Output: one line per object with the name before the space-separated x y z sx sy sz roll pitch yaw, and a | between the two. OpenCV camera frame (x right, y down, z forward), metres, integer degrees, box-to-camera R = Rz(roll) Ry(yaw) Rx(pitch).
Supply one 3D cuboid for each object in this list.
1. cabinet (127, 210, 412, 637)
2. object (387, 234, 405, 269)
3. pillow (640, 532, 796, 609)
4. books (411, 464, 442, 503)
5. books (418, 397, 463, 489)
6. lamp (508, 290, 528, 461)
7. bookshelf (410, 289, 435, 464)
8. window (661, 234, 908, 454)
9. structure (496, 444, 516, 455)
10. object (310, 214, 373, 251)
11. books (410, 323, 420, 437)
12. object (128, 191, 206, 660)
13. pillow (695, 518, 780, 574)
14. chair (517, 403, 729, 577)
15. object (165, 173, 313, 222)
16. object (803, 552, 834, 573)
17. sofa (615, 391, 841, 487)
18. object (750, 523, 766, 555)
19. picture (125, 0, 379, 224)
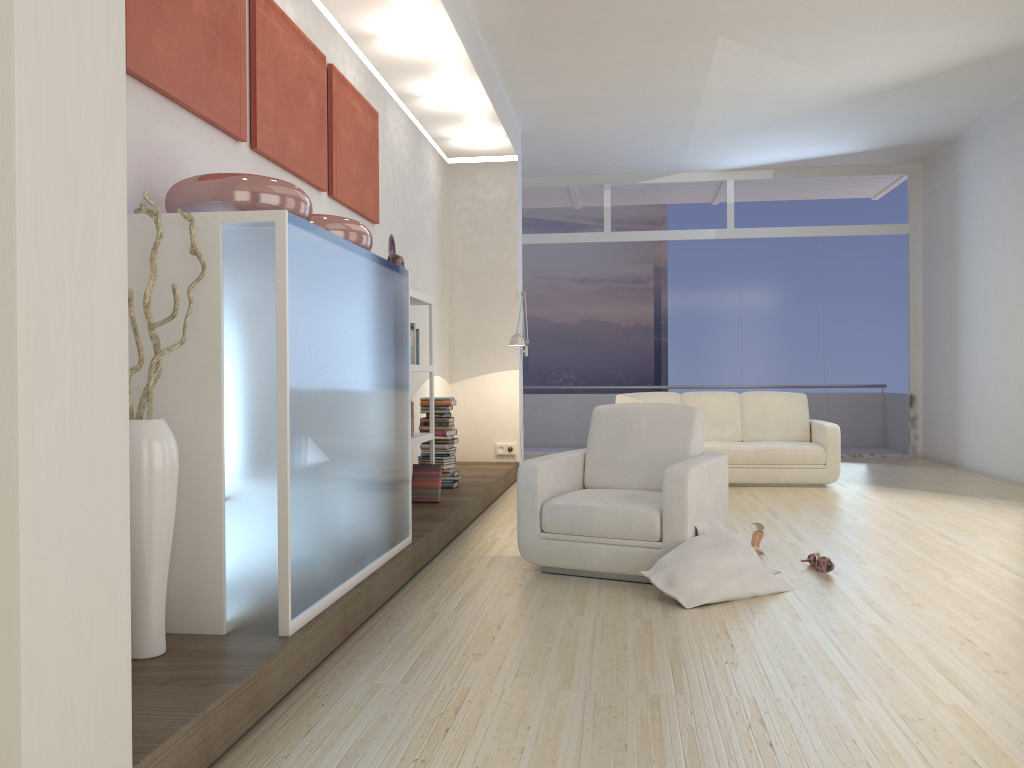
cabinet | -0.967 0.125 3.763 0.689 1.396 1.670 0 0 7
object | -0.791 -0.793 5.912 0.133 0.409 0.138 -1 0 -36
pillow | 0.963 0.857 4.119 0.712 0.287 0.299 -1 0 -30
books | -0.735 0.671 5.580 0.274 0.281 1.125 0 0 14
books | -0.561 0.453 6.895 0.329 0.694 0.270 0 0 7
lamp | 0.047 -0.016 8.662 0.204 1.841 0.891 0 0 3
bookshelf | -0.870 0.114 5.381 0.465 1.396 1.599 0 0 7
window | 3.386 -0.480 11.096 2.988 2.706 0.012 0 0 7
structure | -0.062 0.657 8.904 0.206 0.114 0.028 0 0 7
object | -0.921 -0.677 4.151 0.546 0.206 0.534 0 1 44
books | -0.761 -0.028 5.549 0.215 0.743 0.831 0 0 7
object | -1.102 0.120 2.755 0.250 1.422 0.277 0 0 11
pillow | 1.077 0.822 4.386 0.312 0.315 0.615 0 0 34
chair | 0.636 0.522 4.804 0.919 0.828 0.941 0 0 27
object | -1.027 -0.672 3.355 0.534 0.206 0.546 0 0 -5
object | 1.582 0.926 4.621 0.121 0.091 0.287 0 0 6
sofa | 1.937 0.507 8.546 2.166 0.862 0.941 0 0 7
object | 1.408 0.887 5.100 0.089 0.149 0.265 0 0 20
picture | -1.169 -1.525 4.725 0.030 0.794 3.227 0 0 7
